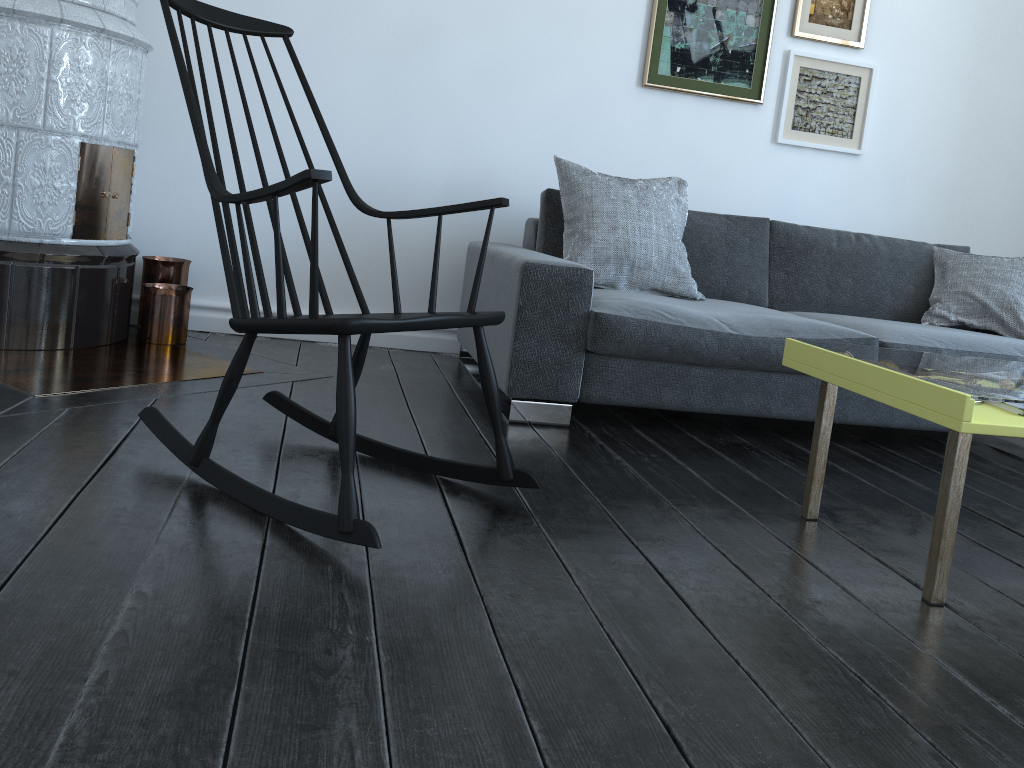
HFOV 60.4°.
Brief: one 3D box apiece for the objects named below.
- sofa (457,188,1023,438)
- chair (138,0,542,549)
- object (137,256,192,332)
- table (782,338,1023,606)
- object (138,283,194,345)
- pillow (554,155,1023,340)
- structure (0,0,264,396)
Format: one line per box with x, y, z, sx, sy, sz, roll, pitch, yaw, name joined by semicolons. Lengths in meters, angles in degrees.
1.065;-0.249;3.276;2.366;0.716;1.102;5;9;-12;sofa
-0.395;-0.303;1.868;0.915;0.995;0.613;12;7;32;chair
-1.313;-0.332;3.318;0.172;0.278;0.178;6;6;-13;object
1.358;0.208;1.937;1.397;0.395;0.610;5;9;-12;table
-1.242;-0.251;3.155;0.173;0.197;0.174;4;8;-23;object
1.136;-0.499;3.377;2.051;0.488;0.485;6;8;-8;pillow
-1.345;-1.554;2.793;1.282;2.863;0.778;11;6;32;structure
